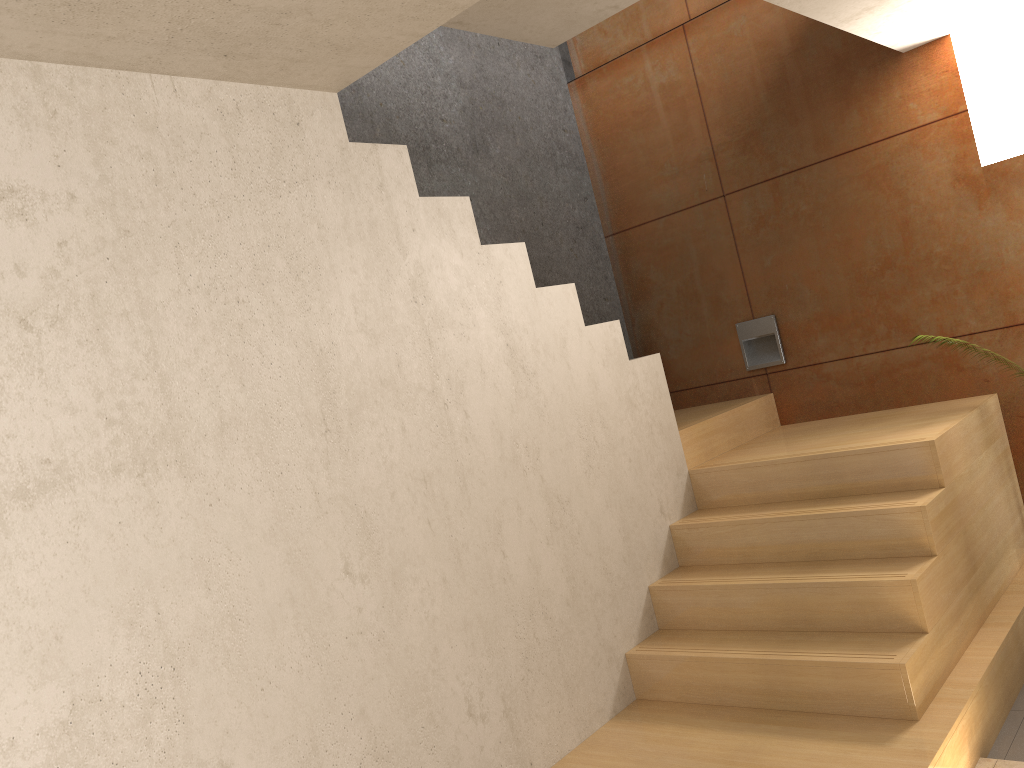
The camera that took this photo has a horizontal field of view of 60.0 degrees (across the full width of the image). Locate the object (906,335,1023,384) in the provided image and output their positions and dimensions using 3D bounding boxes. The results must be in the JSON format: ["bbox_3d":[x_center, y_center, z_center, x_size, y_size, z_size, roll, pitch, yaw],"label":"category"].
[{"bbox_3d":[0.458,0.870,1.805,4.200,1.455,6.200,-13,1,41],"label":"object"}]

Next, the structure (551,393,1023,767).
[{"bbox_3d":[0.874,0.753,3.692,1.950,1.110,2.400,-13,1,41],"label":"structure"}]

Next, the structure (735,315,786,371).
[{"bbox_3d":[1.339,-0.222,4.721,0.220,0.260,0.096,-13,1,41],"label":"structure"}]
